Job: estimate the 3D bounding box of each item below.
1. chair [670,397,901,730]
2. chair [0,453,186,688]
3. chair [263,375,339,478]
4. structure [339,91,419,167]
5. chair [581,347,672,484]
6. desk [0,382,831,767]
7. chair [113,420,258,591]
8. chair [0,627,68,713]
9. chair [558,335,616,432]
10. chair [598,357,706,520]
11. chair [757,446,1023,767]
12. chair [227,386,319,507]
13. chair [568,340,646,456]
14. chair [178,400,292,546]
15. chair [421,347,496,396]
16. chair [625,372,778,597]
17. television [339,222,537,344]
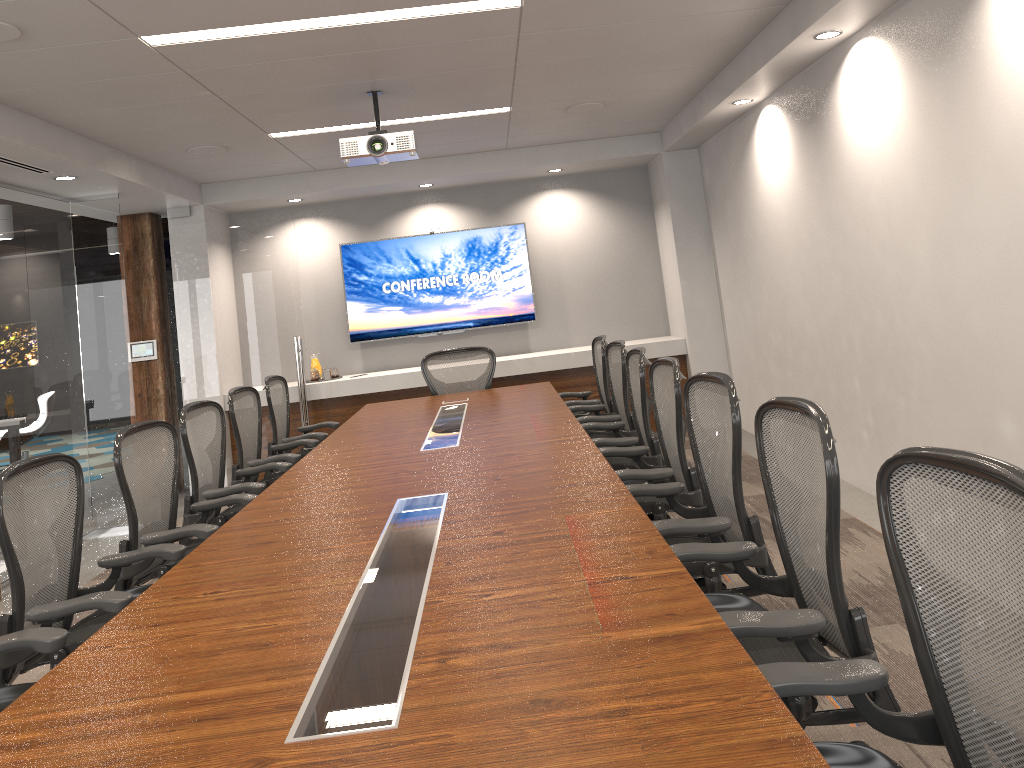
[{"bbox_3d":[0.510,0.622,2.137,0.763,1.102,0.794,-7,-1,-2],"label":"chair"},{"bbox_3d":[-1.277,0.762,2.884,0.764,1.102,0.792,-6,-2,-12],"label":"chair"},{"bbox_3d":[-1.356,0.455,6.079,0.761,1.102,0.796,-7,-1,5],"label":"chair"},{"bbox_3d":[-0.850,-1.631,5.513,0.460,0.461,0.315,-7,-2,-2],"label":"structure"},{"bbox_3d":[0.504,0.387,4.513,0.797,1.103,0.760,-6,-2,-16],"label":"chair"},{"bbox_3d":[-0.289,0.735,3.616,1.404,0.758,6.034,-7,5,-1],"label":"desk"},{"bbox_3d":[-1.305,0.684,3.705,0.797,1.103,0.760,-6,-2,-16],"label":"chair"},{"bbox_3d":[-1.345,0.848,2.100,0.797,1.103,0.759,-6,-2,-20],"label":"chair"},{"bbox_3d":[0.427,0.234,6.146,0.761,1.102,0.796,-7,-1,0],"label":"chair"},{"bbox_3d":[0.474,0.468,3.737,0.761,1.102,0.796,-7,-1,0],"label":"chair"},{"bbox_3d":[0.570,0.698,1.299,0.795,1.103,0.762,-7,-2,-8],"label":"chair"},{"bbox_3d":[-1.382,0.534,5.311,0.797,1.103,0.760,-6,-2,-18],"label":"chair"},{"bbox_3d":[0.453,0.310,5.351,0.759,1.102,0.798,-7,-2,9],"label":"chair"},{"bbox_3d":[-1.308,0.607,4.484,0.763,1.102,0.793,-7,-2,-9],"label":"chair"},{"bbox_3d":[-0.335,0.281,6.600,0.775,1.102,0.782,-6,-2,-18],"label":"chair"},{"bbox_3d":[0.537,0.543,2.904,0.797,1.103,0.759,-6,-2,-20],"label":"chair"},{"bbox_3d":[-0.755,-1.056,8.873,1.909,1.122,0.064,-7,-5,-2],"label":"television"}]
